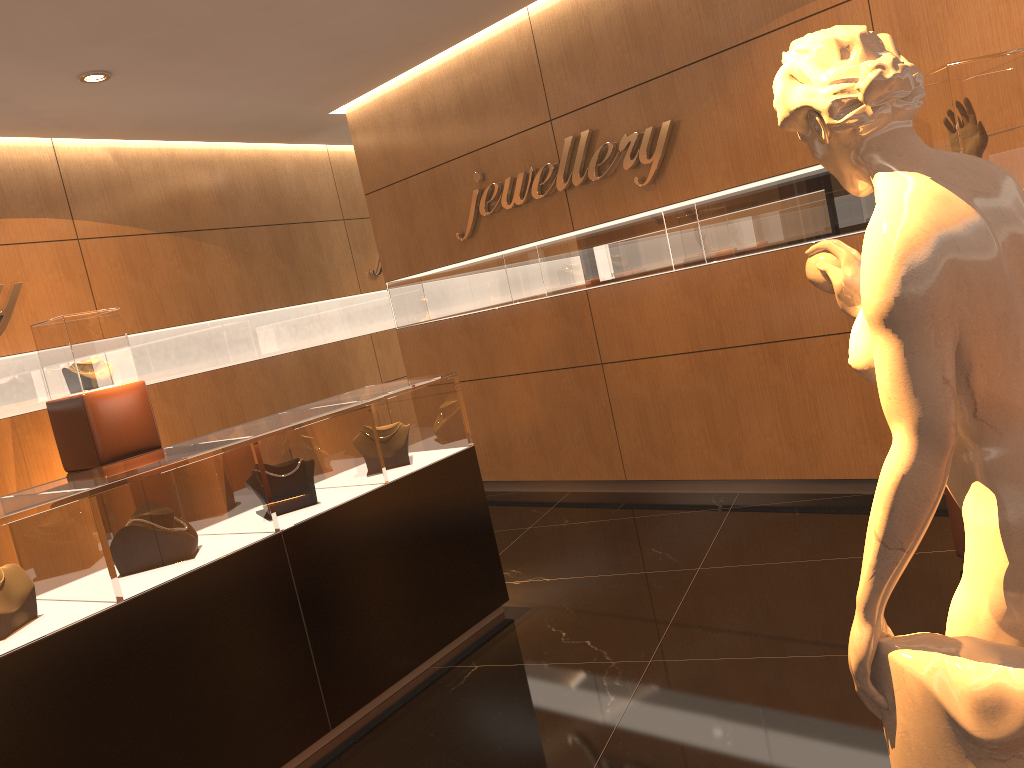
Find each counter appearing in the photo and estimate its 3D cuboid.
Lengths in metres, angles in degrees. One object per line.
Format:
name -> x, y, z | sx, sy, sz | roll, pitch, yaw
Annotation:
counter -> -1.064, 0.796, 3.513 | 0.615, 1.173, 2.514 | -8, 7, 35

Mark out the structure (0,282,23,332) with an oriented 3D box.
structure -> -3.901, -0.389, 5.270 | 0.034, 0.442, 2.050 | -8, 7, 35

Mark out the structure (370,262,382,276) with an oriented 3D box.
structure -> -0.902, -1.505, 9.761 | 0.034, 0.442, 2.050 | -8, 7, 35

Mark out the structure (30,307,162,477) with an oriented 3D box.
structure -> -2.646, 0.512, 5.903 | 0.498, 1.968, 0.484 | -9, 7, 34

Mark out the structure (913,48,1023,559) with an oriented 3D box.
structure -> 1.942, -0.239, 3.502 | 0.484, 2.000, 0.498 | -13, 6, -7

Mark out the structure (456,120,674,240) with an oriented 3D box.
structure -> 0.259, -1.377, 5.973 | 2.050, 0.442, 0.034 | -7, 8, 46

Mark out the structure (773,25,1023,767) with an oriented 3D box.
structure -> 0.802, 0.305, 1.455 | 0.477, 1.836, 0.733 | -10, 6, 24

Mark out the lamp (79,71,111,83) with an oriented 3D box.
lamp -> -2.470, -1.839, 5.239 | 0.176, 0.068, 0.176 | -9, 6, 29
